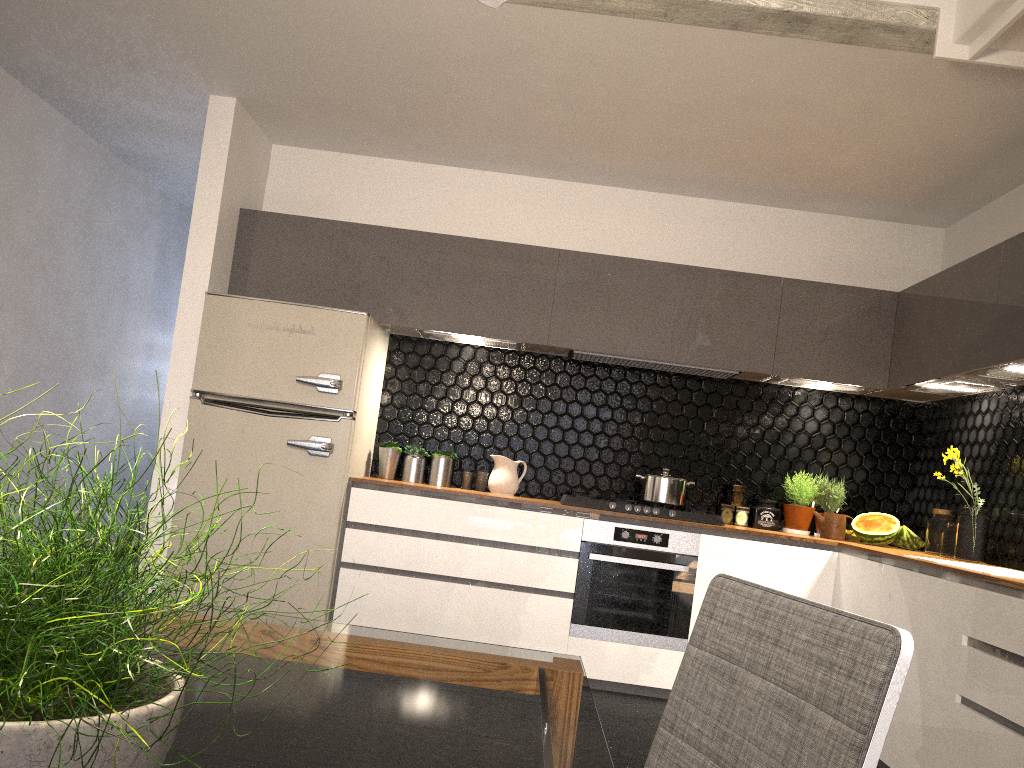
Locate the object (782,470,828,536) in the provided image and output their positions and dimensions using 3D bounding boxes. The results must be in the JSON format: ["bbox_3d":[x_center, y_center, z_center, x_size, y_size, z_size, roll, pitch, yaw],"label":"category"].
[{"bbox_3d":[1.609,0.655,4.896,0.245,0.353,0.235,7,-3,5],"label":"object"}]

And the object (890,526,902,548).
[{"bbox_3d":[2.144,0.842,4.884,0.132,0.119,0.205,6,-5,22],"label":"object"}]

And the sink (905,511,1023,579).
[{"bbox_3d":[1.942,0.656,3.471,0.489,0.447,0.726,7,-5,2],"label":"sink"}]

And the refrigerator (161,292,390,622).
[{"bbox_3d":[-1.231,0.467,4.678,0.829,1.707,0.772,8,-3,1],"label":"refrigerator"}]

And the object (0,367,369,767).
[{"bbox_3d":[-0.379,0.162,0.684,0.531,0.366,0.670,8,-5,-3],"label":"object"}]

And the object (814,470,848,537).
[{"bbox_3d":[1.751,0.659,4.874,0.169,0.378,0.185,5,-4,38],"label":"object"}]

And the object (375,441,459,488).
[{"bbox_3d":[-0.540,0.444,4.957,0.482,0.220,0.173,8,-4,-2],"label":"object"}]

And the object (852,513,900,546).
[{"bbox_3d":[1.916,0.763,4.669,0.235,0.174,0.219,5,-5,30],"label":"object"}]

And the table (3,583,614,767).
[{"bbox_3d":[-0.433,0.683,0.673,0.997,0.712,1.806,7,-5,2],"label":"table"}]

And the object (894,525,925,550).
[{"bbox_3d":[2.125,0.819,4.709,0.148,0.127,0.225,4,-6,41],"label":"object"}]

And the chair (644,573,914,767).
[{"bbox_3d":[0.026,0.675,1.018,0.602,0.917,0.475,8,-3,-13],"label":"chair"}]

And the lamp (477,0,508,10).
[{"bbox_3d":[0.057,-2.964,0.814,1.116,5.199,1.066,7,-3,12],"label":"lamp"}]

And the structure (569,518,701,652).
[{"bbox_3d":[0.618,1.027,4.668,0.587,0.587,0.586,7,-4,1],"label":"structure"}]

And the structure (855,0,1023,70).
[{"bbox_3d":[0.550,-2.910,1.805,4.233,8.286,8.489,8,-4,2],"label":"structure"}]

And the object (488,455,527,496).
[{"bbox_3d":[-0.033,0.514,4.950,0.189,0.214,0.172,7,-4,15],"label":"object"}]

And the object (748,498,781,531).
[{"bbox_3d":[1.408,0.724,4.938,0.141,0.173,0.142,8,-4,1],"label":"object"}]

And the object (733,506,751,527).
[{"bbox_3d":[1.282,0.739,4.945,0.082,0.113,0.083,7,-4,11],"label":"object"}]

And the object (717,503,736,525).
[{"bbox_3d":[1.195,0.728,4.951,0.083,0.113,0.083,8,-4,1],"label":"object"}]

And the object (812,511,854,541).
[{"bbox_3d":[1.726,0.765,4.758,0.209,0.140,0.125,4,-5,35],"label":"object"}]

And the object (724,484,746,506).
[{"bbox_3d":[1.243,0.621,4.942,0.083,0.113,0.083,9,-4,-19],"label":"object"}]

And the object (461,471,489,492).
[{"bbox_3d":[-0.214,0.544,4.986,0.160,0.110,0.078,7,-4,6],"label":"object"}]

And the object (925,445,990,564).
[{"bbox_3d":[2.148,0.573,4.248,0.256,0.541,0.429,6,-4,25],"label":"object"}]
